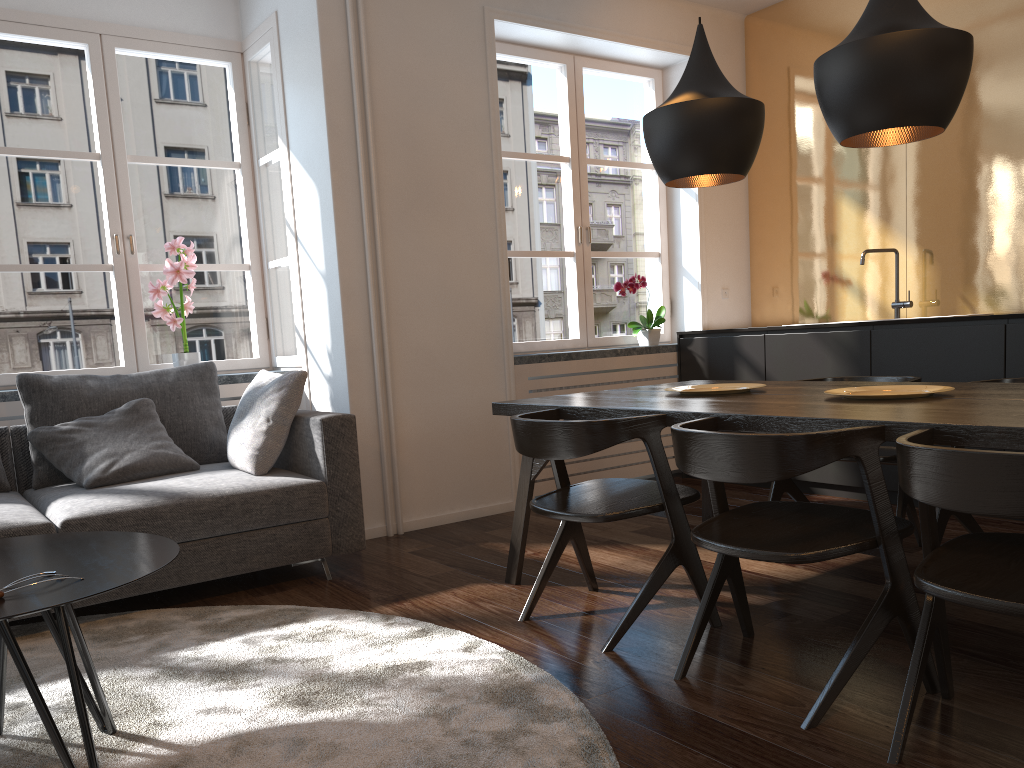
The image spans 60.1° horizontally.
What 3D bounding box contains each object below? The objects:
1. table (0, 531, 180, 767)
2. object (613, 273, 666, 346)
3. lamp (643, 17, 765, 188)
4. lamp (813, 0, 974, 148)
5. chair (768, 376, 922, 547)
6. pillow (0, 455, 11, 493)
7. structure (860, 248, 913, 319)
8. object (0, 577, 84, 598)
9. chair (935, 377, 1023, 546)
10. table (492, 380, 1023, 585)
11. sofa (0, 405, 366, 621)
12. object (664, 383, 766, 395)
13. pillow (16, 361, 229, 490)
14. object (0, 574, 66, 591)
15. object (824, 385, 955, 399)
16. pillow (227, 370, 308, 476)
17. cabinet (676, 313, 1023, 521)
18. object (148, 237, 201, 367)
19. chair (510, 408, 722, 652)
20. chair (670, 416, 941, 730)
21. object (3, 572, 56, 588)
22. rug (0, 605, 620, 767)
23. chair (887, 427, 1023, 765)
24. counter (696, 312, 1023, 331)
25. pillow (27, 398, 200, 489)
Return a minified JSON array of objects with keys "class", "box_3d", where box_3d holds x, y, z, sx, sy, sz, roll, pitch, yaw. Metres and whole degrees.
[{"class":"table","box_3d":[-1.156,0.650,1.944,0.843,0.476,0.844,-6,5,-33]},{"class":"object","box_3d":[0.773,-0.441,5.221,0.229,0.441,0.403,0,7,31]},{"class":"lamp","box_3d":[0.653,-0.974,3.034,0.411,0.545,0.408,-4,6,-2]},{"class":"lamp","box_3d":[1.057,-0.967,2.467,0.411,0.545,0.408,0,7,31]},{"class":"chair","box_3d":[1.335,0.322,3.492,0.517,0.677,0.591,-8,7,-39]},{"class":"pillow","box_3d":[-2.414,0.233,3.350,0.835,0.479,0.276,-6,7,-34]},{"class":"structure","box_3d":[1.976,-0.521,4.662,0.265,0.389,0.109,-5,7,-19]},{"class":"object","box_3d":[-0.940,0.401,1.767,0.015,0.015,0.167,1,5,42]},{"class":"chair","box_3d":[1.723,0.331,2.898,0.517,0.677,0.591,-8,7,-37]},{"class":"table","box_3d":[1.109,0.377,2.622,1.101,0.684,2.494,-6,4,-35]},{"class":"sofa","box_3d":[-1.847,0.552,2.708,3.054,0.677,2.034,-6,4,-35]},{"class":"object","box_3d":[0.723,0.020,3.156,0.354,0.017,0.355,-5,4,-32]},{"class":"pillow","box_3d":[-1.664,0.164,3.862,0.833,0.481,0.274,-6,7,-34]},{"class":"object","box_3d":[-0.977,0.402,1.787,0.025,0.016,0.162,-1,4,30]},{"class":"object","box_3d":[1.110,0.026,2.613,0.355,0.017,0.353,-1,4,36]},{"class":"pillow","box_3d":[-1.067,0.154,3.721,0.285,0.418,0.493,-8,6,-36]},{"class":"cabinet","box_3d":[2.769,0.133,3.488,0.729,0.907,5.050,-7,5,-35]},{"class":"object","box_3d":[-1.660,-0.376,4.395,0.297,0.696,0.199,1,8,34]},{"class":"chair","box_3d":[0.289,0.421,2.786,0.517,0.677,0.591,-8,7,-36]},{"class":"chair","box_3d":[0.689,0.427,2.235,0.517,0.677,0.591,-7,7,-34]},{"class":"object","box_3d":[-1.003,0.403,1.839,0.026,0.010,0.123,-2,3,21]},{"class":"rug","box_3d":[-1.192,0.893,1.821,2.836,0.012,2.818,-1,4,35]},{"class":"chair","box_3d":[1.044,0.433,1.737,0.517,0.677,0.591,-8,7,-37]},{"class":"counter","box_3d":[2.743,-0.316,3.431,0.729,0.002,5.047,-6,4,-35]},{"class":"pillow","box_3d":[-1.620,0.234,3.605,0.444,0.324,0.489,0,5,36]}]
